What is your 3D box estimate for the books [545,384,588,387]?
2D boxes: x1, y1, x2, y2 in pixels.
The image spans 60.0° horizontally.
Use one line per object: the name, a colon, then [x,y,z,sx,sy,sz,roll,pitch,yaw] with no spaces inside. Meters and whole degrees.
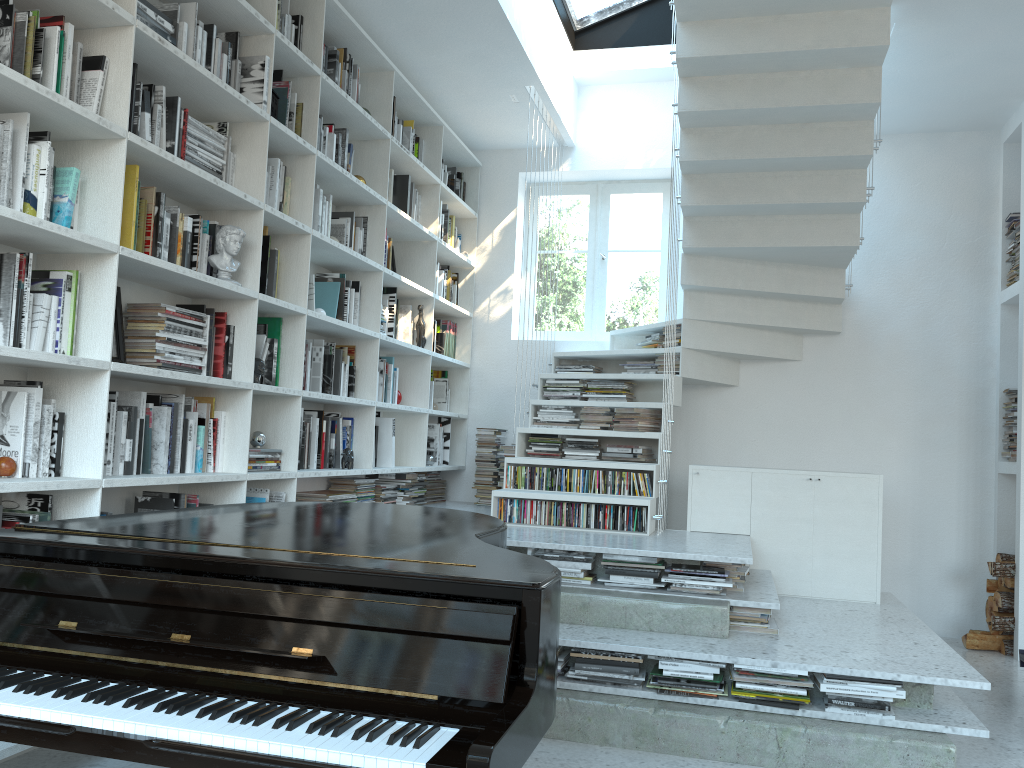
books: [0.376,0.012,5.724,0.298,0.017,0.136,0,-5,30]

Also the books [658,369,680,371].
books: [1.059,-0.079,5.630,0.179,0.015,0.223,0,-5,38]

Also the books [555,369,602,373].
books: [0.459,-0.089,6.077,0.282,0.010,0.169,0,-5,29]

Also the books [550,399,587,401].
books: [0.370,0.109,5.716,0.211,0.014,0.146,0,-5,29]

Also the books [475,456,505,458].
books: [-0.151,0.509,6.182,0.152,0.013,0.218,1,-4,18]

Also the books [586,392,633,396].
books: [0.609,0.066,5.532,0.243,0.014,0.191,1,-4,27]

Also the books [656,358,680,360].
books: [1.054,-0.144,5.640,0.159,0.007,0.285,-1,-5,40]

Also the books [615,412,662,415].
books: [0.753,0.176,5.252,0.254,0.005,0.161,6,-5,-43]

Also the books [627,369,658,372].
books: [0.892,-0.082,5.821,0.230,0.022,0.141,0,-5,37]

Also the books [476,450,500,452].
books: [-0.168,0.469,6.189,0.118,0.008,0.234,2,-4,13]

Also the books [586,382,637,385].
books: [0.626,-0.004,5.565,0.298,0.007,0.134,1,-4,23]

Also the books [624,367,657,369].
books: [0.879,-0.099,5.806,0.233,0.010,0.170,0,-5,34]

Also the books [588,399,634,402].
books: [0.619,0.110,5.557,0.258,0.013,0.136,1,-4,26]

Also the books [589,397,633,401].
books: [0.620,0.096,5.558,0.249,0.014,0.130,1,-4,27]

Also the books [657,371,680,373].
books: [1.057,-0.068,5.631,0.168,0.008,0.241,-1,-5,42]

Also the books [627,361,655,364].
books: [0.879,-0.130,5.806,0.199,0.016,0.182,0,-5,35]

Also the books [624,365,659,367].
books: [0.888,-0.109,5.816,0.254,0.012,0.161,0,-5,38]

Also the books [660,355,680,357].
books: [1.064,-0.167,5.635,0.163,0.008,0.266,0,-5,34]

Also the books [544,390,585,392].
books: [0.363,0.053,5.702,0.262,0.006,0.184,0,-5,29]

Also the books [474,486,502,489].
books: [-0.163,0.715,6.175,0.160,0.014,0.198,2,-4,14]

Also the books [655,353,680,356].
books: [1.054,-0.175,5.644,0.158,0.007,0.300,-1,-5,39]

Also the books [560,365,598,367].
books: [0.467,-0.121,6.092,0.239,0.008,0.160,1,-4,23]

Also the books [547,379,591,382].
books: [0.370,-0.020,5.711,0.235,0.014,0.165,0,-5,31]

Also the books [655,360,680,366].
books: [1.061,-0.124,5.627,0.200,0.023,0.262,-1,-5,41]

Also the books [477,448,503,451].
books: [-0.154,0.457,6.186,0.144,0.015,0.206,2,-4,12]

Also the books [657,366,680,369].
books: [1.059,-0.095,5.632,0.173,0.018,0.238,-1,-5,41]

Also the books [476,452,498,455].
books: [-0.161,0.485,6.186,0.133,0.012,0.191,1,-4,18]

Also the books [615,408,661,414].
books: [0.748,0.161,5.259,0.234,0.025,0.157,6,-5,-38]

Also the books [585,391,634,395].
books: [0.613,0.056,5.540,0.261,0.009,0.187,1,-4,24]

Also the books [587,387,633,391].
books: [0.614,0.034,5.542,0.254,0.007,0.177,1,-4,22]

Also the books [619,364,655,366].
books: [0.879,-0.119,5.806,0.299,0.006,0.192,-1,-5,39]

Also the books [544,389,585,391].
books: [0.363,0.046,5.701,0.268,0.006,0.170,1,-4,25]

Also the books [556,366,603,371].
books: [0.464,-0.109,6.087,0.288,0.017,0.150,0,-4,29]

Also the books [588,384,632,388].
books: [0.617,0.015,5.547,0.240,0.009,0.174,1,-4,23]

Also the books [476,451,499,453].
books: [-0.170,0.476,6.189,0.116,0.006,0.222,2,-4,13]

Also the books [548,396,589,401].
books: [0.367,0.094,5.710,0.228,0.014,0.149,1,-4,26]

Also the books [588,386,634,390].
books: [0.620,0.026,5.555,0.257,0.011,0.144,1,-4,21]

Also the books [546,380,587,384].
books: [0.364,-0.006,5.702,0.230,0.015,0.190,1,-4,28]

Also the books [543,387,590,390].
books: [0.365,0.028,5.705,0.289,0.008,0.162,0,-5,33]

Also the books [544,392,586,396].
books: [0.363,0.069,5.702,0.264,0.018,0.166,0,-5,33]

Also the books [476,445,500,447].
books: [-0.151,0.431,6.187,0.150,0.008,0.214,2,-4,17]

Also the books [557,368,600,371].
books: [0.458,-0.098,6.074,0.262,0.006,0.184,1,-4,20]

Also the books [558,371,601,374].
books: [0.468,-0.077,6.096,0.266,0.010,0.145,1,-4,23]

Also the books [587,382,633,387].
books: [0.614,0.004,5.539,0.243,0.013,0.191,1,-4,25]

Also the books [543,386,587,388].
books: [0.365,0.022,5.705,0.292,0.005,0.168,0,-5,32]

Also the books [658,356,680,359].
books: [1.046,-0.155,5.648,0.132,0.016,0.262,0,-5,37]

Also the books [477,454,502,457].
books: [-0.156,0.497,6.184,0.133,0.012,0.251,2,-4,10]

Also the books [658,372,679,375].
books: [1.040,-0.056,5.644,0.130,0.015,0.210,-1,-5,41]

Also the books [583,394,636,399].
books: [0.609,0.080,5.532,0.287,0.013,0.182,1,-4,28]

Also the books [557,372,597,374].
books: [0.458,-0.069,6.075,0.253,0.011,0.182,1,-4,21]

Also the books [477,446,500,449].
books: [-0.165,0.442,6.190,0.119,0.015,0.159,1,-4,19]

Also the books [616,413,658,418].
books: [0.742,0.187,5.262,0.179,0.016,0.184,-1,-5,43]

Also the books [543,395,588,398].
books: [0.362,0.082,5.700,0.275,0.009,0.176,1,-4,27]

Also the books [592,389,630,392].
books: [0.618,0.045,5.551,0.196,0.014,0.154,1,-4,27]

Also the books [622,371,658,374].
books: [0.877,-0.064,5.803,0.265,0.017,0.175,-1,-5,43]

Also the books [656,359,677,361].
books: [1.056,-0.137,5.638,0.149,0.006,0.291,-1,-5,43]

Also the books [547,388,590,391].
books: [0.363,0.038,5.702,0.231,0.011,0.171,1,-4,25]
